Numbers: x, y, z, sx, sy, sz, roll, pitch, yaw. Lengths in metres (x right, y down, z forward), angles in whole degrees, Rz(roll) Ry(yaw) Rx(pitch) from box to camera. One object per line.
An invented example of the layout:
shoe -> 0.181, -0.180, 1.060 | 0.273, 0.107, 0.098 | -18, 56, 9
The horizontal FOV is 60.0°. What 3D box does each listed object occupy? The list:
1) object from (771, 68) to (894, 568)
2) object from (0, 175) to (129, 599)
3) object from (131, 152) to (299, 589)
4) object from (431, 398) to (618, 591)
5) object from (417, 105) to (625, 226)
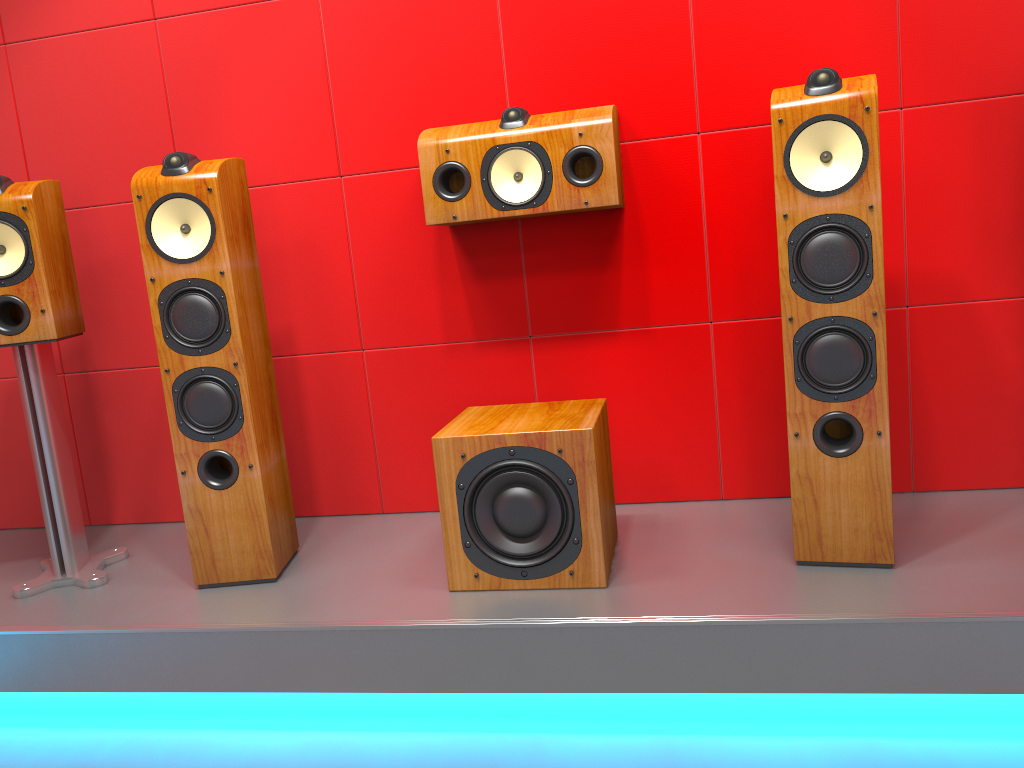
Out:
object -> 0.706, -0.138, 1.945 | 0.203, 1.052, 0.238 | -2, 9, 21
object -> -1.236, -0.003, 2.316 | 0.231, 1.058, 0.265 | -7, 9, -8
object -> -0.730, -0.035, 2.214 | 0.203, 1.052, 0.238 | -6, 9, 2
object -> 0.046, 0.254, 2.114 | 0.360, 0.360, 0.360 | -4, 9, 11
object -> 0.028, -0.574, 2.308 | 0.493, 0.271, 0.235 | -4, 9, 11
